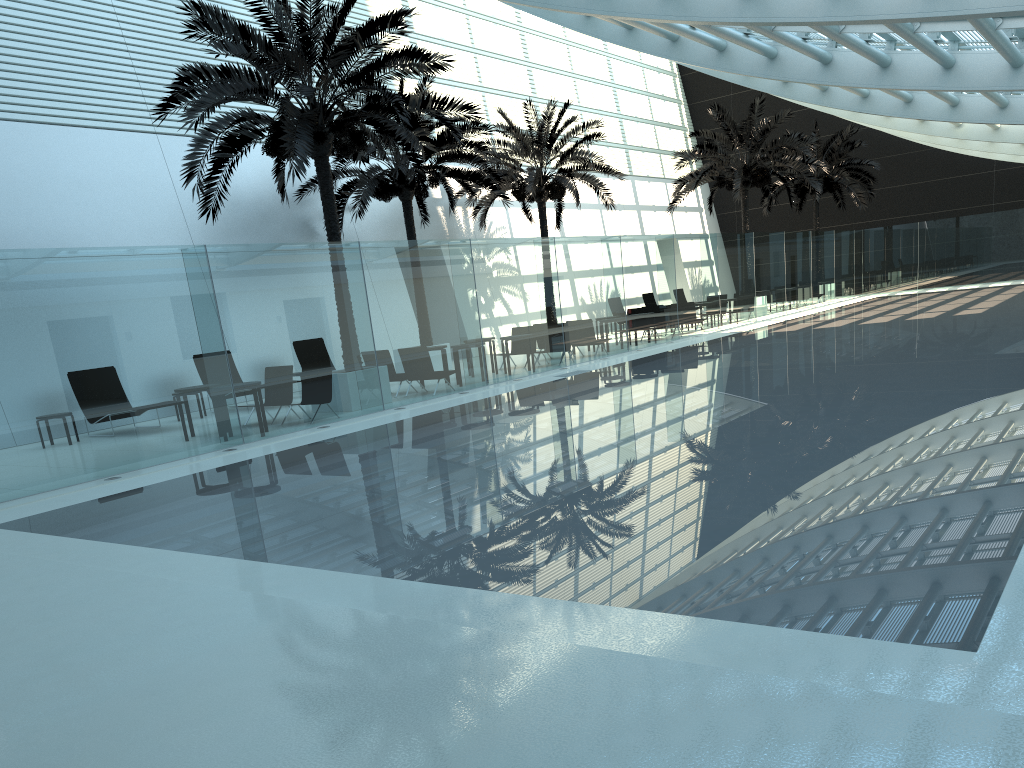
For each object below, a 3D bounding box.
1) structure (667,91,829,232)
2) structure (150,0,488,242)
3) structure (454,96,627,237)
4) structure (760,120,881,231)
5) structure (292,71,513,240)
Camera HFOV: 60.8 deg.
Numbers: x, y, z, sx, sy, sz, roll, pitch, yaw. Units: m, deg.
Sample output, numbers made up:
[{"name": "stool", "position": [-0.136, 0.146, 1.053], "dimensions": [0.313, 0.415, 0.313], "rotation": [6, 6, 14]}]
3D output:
[{"name": "structure", "position": [7.852, -5.811, 29.220], "dimensions": [4.817, 7.271, 4.285], "rotation": [1, 14, 29]}, {"name": "structure", "position": [-3.207, -3.074, 14.403], "dimensions": [4.358, 7.270, 4.739], "rotation": [-15, 15, -34]}, {"name": "structure", "position": [0.842, -4.564, 25.439], "dimensions": [4.593, 7.142, 4.166], "rotation": [-11, 13, -19]}, {"name": "structure", "position": [12.580, -6.976, 35.507], "dimensions": [4.469, 7.270, 4.620], "rotation": [-3, 13, 15]}, {"name": "structure", "position": [-2.456, -3.683, 20.685], "dimensions": [4.654, 7.078, 4.109], "rotation": [-3, 13, 15]}]
